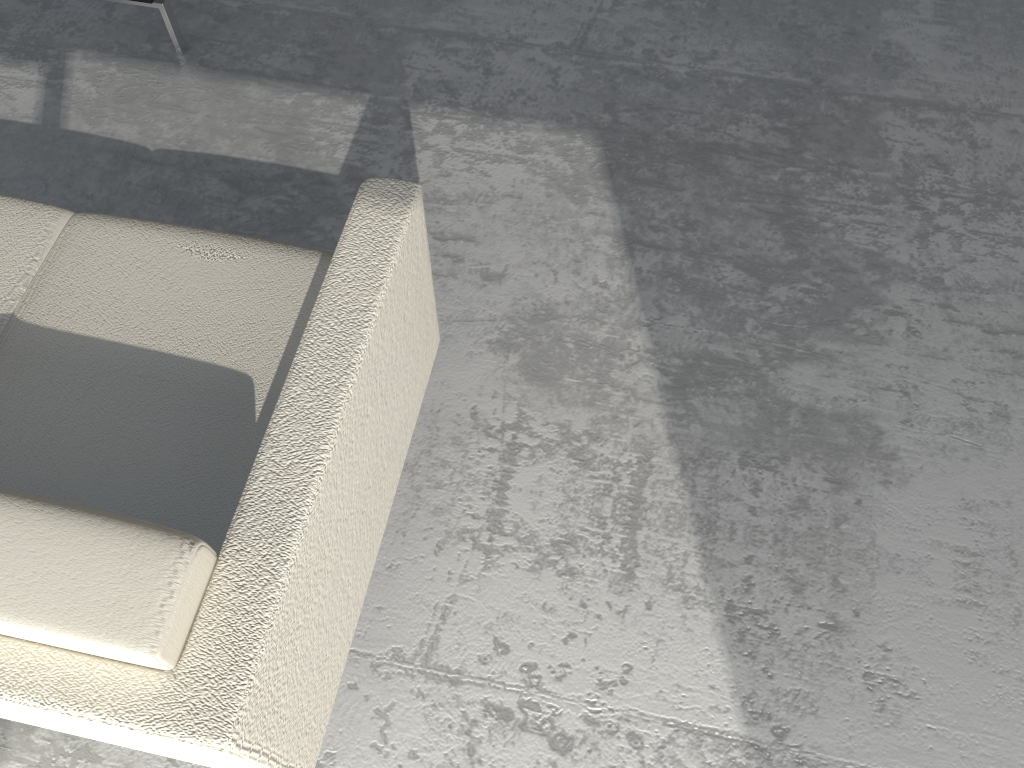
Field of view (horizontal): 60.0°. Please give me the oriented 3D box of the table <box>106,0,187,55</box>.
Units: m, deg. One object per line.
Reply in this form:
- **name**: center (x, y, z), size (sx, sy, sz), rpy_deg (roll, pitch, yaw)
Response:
- **table**: center (-1.156, -1.244, 2.392), size (0.773, 0.190, 0.730), rpy_deg (10, 61, 6)

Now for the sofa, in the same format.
- **sofa**: center (-1.134, -0.009, 1.436), size (1.881, 0.658, 0.821), rpy_deg (10, 61, 6)
